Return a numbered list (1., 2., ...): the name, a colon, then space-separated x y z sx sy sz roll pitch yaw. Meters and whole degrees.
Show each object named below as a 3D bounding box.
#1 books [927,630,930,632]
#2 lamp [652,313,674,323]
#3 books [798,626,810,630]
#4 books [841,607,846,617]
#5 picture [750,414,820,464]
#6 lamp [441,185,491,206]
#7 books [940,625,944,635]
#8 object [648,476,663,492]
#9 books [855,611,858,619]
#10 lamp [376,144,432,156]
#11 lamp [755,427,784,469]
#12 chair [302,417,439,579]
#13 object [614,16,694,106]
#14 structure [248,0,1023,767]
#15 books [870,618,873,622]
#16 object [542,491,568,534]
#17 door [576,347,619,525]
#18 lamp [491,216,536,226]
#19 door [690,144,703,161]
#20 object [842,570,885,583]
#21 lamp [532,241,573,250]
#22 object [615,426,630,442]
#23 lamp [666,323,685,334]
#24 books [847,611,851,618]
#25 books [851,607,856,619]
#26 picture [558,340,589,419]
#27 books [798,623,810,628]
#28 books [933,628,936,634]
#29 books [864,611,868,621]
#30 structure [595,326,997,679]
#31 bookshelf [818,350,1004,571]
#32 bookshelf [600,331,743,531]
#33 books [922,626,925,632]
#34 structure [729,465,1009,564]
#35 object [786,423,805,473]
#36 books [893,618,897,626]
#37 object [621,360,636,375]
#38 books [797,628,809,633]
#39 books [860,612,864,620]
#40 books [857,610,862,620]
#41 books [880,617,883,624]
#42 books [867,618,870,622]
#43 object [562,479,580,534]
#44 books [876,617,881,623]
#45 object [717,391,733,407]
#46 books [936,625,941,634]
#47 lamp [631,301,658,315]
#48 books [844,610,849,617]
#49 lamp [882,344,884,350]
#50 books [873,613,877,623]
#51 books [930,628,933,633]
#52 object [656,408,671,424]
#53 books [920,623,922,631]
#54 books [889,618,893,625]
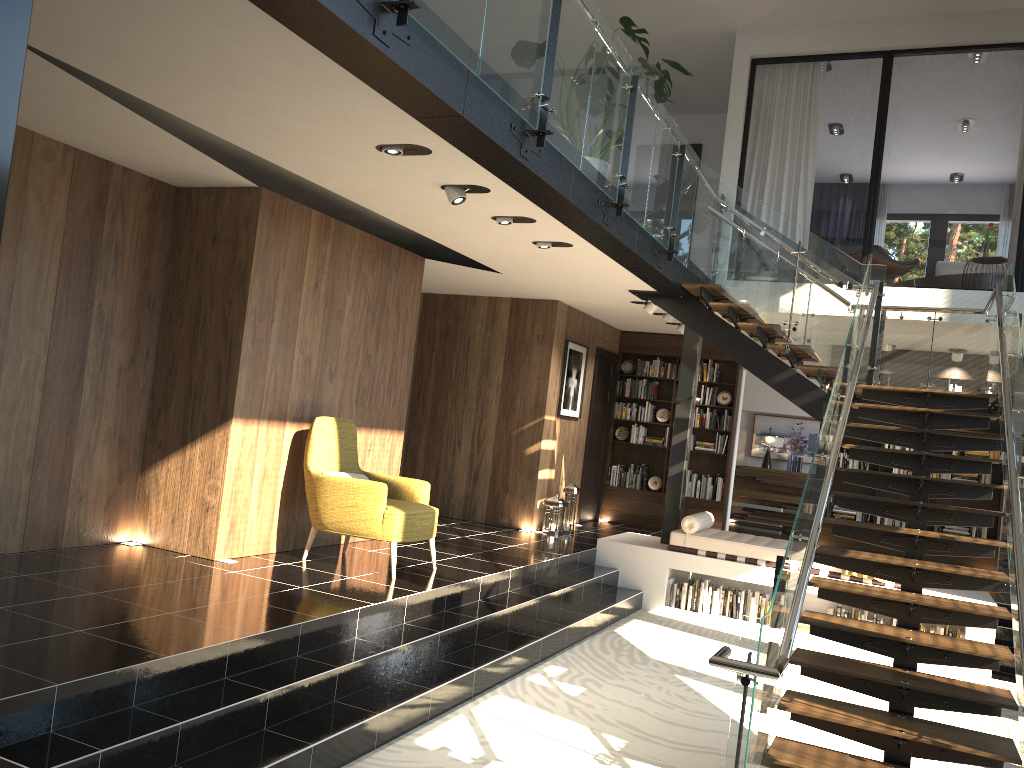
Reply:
1. books: 3.886 2.422 8.298 0.022 0.216 0.137 6 -2 24
2. lamp: 1.782 -0.839 10.423 0.346 0.231 0.195 6 -2 24
3. books: 2.935 2.401 8.735 0.261 0.024 0.167 6 -3 21
4. books: 3.212 2.322 8.621 0.030 0.284 0.177 6 -2 24
5. picture: 5.779 1.048 14.655 3.541 0.748 0.035 6 -2 24
6. lamp: -0.300 -1.278 5.759 0.346 0.247 0.195 6 -2 24
7. books: 3.981 2.396 8.237 0.028 0.285 0.211 6 -2 24
8. object: 1.981 1.380 12.267 0.212 0.222 0.083 6 -2 24
9. books: 3.329 2.341 8.588 0.026 0.270 0.128 6 -2 24
10. lamp: -0.610 -1.390 5.054 0.346 0.158 0.195 6 -2 24
11. lamp: 4.345 1.085 15.013 0.470 0.725 0.470 6 -2 17
12. chair: -1.094 0.849 6.899 1.030 1.097 0.808 6 -2 23
13. object: 0.708 -2.181 7.254 1.464 1.553 1.261 6 -2 13
14. structure: 1.548 0.174 5.778 3.445 4.866 7.286 6 -2 24
15. books: 3.436 2.370 8.504 0.028 0.231 0.158 6 -2 24
16. object: 0.499 1.496 10.376 0.262 0.483 0.262 6 -2 24
17. door: 1.140 0.713 12.051 0.104 2.346 0.932 6 -2 24
18. lamp: 0.018 -1.245 6.466 0.346 0.177 0.195 6 -2 24
19. door: 2.085 -2.193 12.449 0.930 2.346 0.104 6 -2 24
20. object: 3.537 1.964 8.919 0.466 0.510 1.167 6 -2 24
21. lamp: 0.334 -1.177 7.173 0.346 0.177 0.195 6 -2 24
22. object: 1.558 0.707 12.534 0.212 0.222 0.083 6 -2 24
23. lamp: 2.095 -0.756 11.129 0.346 0.262 0.195 6 -2 24
24. books: 3.257 2.334 8.580 0.029 0.268 0.147 6 -2 24
25. books: 3.290 2.318 8.571 0.035 0.305 0.151 6 -2 24
26. picture: 0.764 -0.045 10.937 0.028 0.911 0.749 6 -2 24
27. books: 2.940 2.377 8.740 0.274 0.025 0.156 6 -3 21
28. books: 3.918 2.408 8.255 0.021 0.248 0.198 6 -2 24
29. books: 3.396 2.319 8.537 0.029 0.326 0.153 6 -2 24
30. structure: 2.976 0.901 9.245 3.780 3.243 1.150 6 -2 24
31. bookshelf: 4.945 0.943 11.014 2.089 2.681 0.273 6 -2 24
32. bookshelf: 2.203 0.672 12.259 1.702 2.681 0.273 6 -2 24
33. books: 3.831 2.398 8.287 0.025 0.249 0.209 6 -2 24
34. structure: 5.207 2.006 14.622 6.273 0.981 0.886 6 -2 24
35. object: 4.788 1.070 14.935 0.272 0.860 0.270 5 -2 39
36. books: 3.623 2.347 8.417 0.027 0.312 0.190 6 -2 24
37. object: 1.646 -0.235 12.545 0.212 0.222 0.083 6 -2 24
38. books: 2.932 2.425 8.734 0.257 0.024 0.167 6 -3 24
39. books: 3.360 2.342 8.529 0.027 0.270 0.188 6 -2 24
40. books: 3.328 2.330 8.521 0.026 0.286 0.205 6 -2 24
41. books: 3.512 2.364 8.448 0.019 0.256 0.186 6 -2 24
42. books: 3.418 2.372 8.531 0.026 0.226 0.132 6 -2 24
43. object: 0.692 1.446 10.547 0.182 0.642 0.182 6 -2 24
44. books: 3.487 2.363 8.459 0.036 0.253 0.178 6 -2 24
45. object: 2.869 0.201 11.971 0.212 0.222 0.083 6 -2 24
46. books: 3.958 2.395 8.268 0.039 0.284 0.200 6 -2 24
47. lamp: 1.466 -0.891 9.718 0.346 0.262 0.195 6 -2 24
48. books: 3.227 2.330 8.584 0.029 0.268 0.173 6 -2 24
49. lamp: 4.599 -0.496 10.859 0.195 0.214 0.347 6 -2 24
50. books: 3.466 2.329 8.489 0.032 0.318 0.153 6 -2 24
51. books: 3.895 2.406 8.259 0.024 0.246 0.212 6 -2 24
52. object: 2.100 0.443 12.313 0.212 0.222 0.083 6 -2 24
53. books: 3.820 2.380 8.319 0.025 0.285 0.165 6 -2 24
54. books: 3.585 2.354 8.449 0.066 0.293 0.142 6 -2 24
